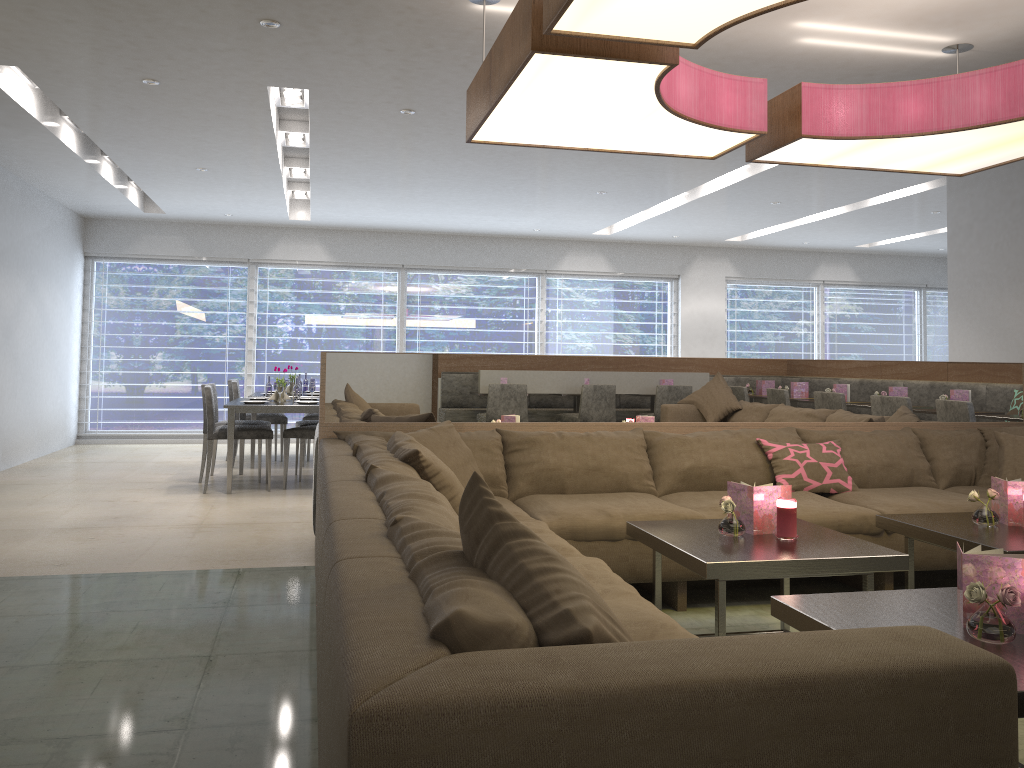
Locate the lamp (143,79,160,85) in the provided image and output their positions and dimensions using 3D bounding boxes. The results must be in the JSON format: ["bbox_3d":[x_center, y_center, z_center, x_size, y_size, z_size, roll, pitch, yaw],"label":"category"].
[{"bbox_3d":[-2.009,-1.679,4.921,0.089,0.007,0.089,2,2,32],"label":"lamp"}]

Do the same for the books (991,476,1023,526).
[{"bbox_3d":[1.867,0.432,3.233,0.157,0.165,0.142,1,-1,7],"label":"books"}]

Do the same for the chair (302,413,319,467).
[{"bbox_3d":[-1.684,0.362,8.252,0.492,0.765,0.476,1,-2,-8],"label":"chair"}]

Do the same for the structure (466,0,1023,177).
[{"bbox_3d":[1.257,-1.285,2.836,2.441,0.620,2.444,1,1,-13],"label":"structure"}]

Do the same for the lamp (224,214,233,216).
[{"bbox_3d":[-3.037,-1.810,9.476,0.089,0.007,0.089,2,2,32],"label":"lamp"}]

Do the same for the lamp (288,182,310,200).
[{"bbox_3d":[-2.202,-1.994,9.168,0.226,0.101,0.487,1,1,-13],"label":"lamp"}]

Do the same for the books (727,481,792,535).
[{"bbox_3d":[0.849,0.423,2.986,0.258,0.165,0.143,1,-1,41],"label":"books"}]

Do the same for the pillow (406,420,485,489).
[{"bbox_3d":[-0.282,0.342,3.607,0.297,0.357,0.502,0,0,19],"label":"pillow"}]

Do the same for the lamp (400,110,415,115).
[{"bbox_3d":[-0.642,-1.673,5.441,0.089,0.007,0.089,2,2,32],"label":"lamp"}]

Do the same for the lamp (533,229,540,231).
[{"bbox_3d":[0.287,-1.781,10.222,0.089,0.007,0.089,2,2,32],"label":"lamp"}]

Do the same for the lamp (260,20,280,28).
[{"bbox_3d":[-1.105,-1.644,4.039,0.089,0.007,0.089,2,2,32],"label":"lamp"}]

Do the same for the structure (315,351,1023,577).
[{"bbox_3d":[0.942,0.370,4.502,3.771,1.012,0.223,1,-3,-13],"label":"structure"}]

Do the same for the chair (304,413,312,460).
[{"bbox_3d":[-1.796,0.347,8.785,0.492,0.765,0.476,1,-2,-18],"label":"chair"}]

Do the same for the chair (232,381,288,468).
[{"bbox_3d":[-2.327,0.356,8.118,0.492,0.765,0.476,1,-2,-18],"label":"chair"}]

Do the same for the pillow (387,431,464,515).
[{"bbox_3d":[-0.281,0.353,3.110,0.312,0.340,0.493,1,0,-18],"label":"pillow"}]

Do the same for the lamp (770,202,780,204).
[{"bbox_3d":[2.477,-1.701,8.321,0.089,0.007,0.089,2,2,32],"label":"lamp"}]

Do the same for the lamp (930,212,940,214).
[{"bbox_3d":[4.165,-1.686,8.699,0.089,0.007,0.089,2,2,32],"label":"lamp"}]

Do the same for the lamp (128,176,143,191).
[{"bbox_3d":[-3.669,-2.007,8.839,0.226,0.101,0.487,1,1,-13],"label":"lamp"}]

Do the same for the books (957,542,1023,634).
[{"bbox_3d":[1.080,0.453,1.959,0.157,0.165,0.142,0,-1,22],"label":"books"}]

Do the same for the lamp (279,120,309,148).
[{"bbox_3d":[-1.680,-1.928,6.854,0.226,0.101,0.487,1,1,-13],"label":"lamp"}]

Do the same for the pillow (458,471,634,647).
[{"bbox_3d":[0.076,0.346,1.410,0.279,0.406,0.531,2,0,-24],"label":"pillow"}]

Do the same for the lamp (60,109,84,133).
[{"bbox_3d":[-3.147,-1.941,6.525,0.226,0.101,0.487,1,1,-13],"label":"lamp"}]

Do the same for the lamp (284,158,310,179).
[{"bbox_3d":[-1.957,-1.963,8.083,0.226,0.101,0.487,1,1,-13],"label":"lamp"}]

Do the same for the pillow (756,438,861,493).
[{"bbox_3d":[1.376,0.383,4.098,0.463,0.253,0.180,1,-1,-17],"label":"pillow"}]

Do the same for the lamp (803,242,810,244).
[{"bbox_3d":[3.651,-1.751,10.977,0.089,0.007,0.089,2,2,32],"label":"lamp"}]

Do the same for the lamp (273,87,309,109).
[{"bbox_3d":[-1.428,-1.896,5.742,0.226,0.101,0.487,1,1,-13],"label":"lamp"}]

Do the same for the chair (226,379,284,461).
[{"bbox_3d":[-2.499,0.341,8.619,0.492,0.765,0.476,1,-2,-8],"label":"chair"}]

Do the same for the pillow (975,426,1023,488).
[{"bbox_3d":[2.473,0.358,4.223,0.291,0.395,0.526,2,-1,-44],"label":"pillow"}]

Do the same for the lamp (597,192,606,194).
[{"bbox_3d":[0.801,-1.715,7.944,0.089,0.007,0.089,2,2,32],"label":"lamp"}]

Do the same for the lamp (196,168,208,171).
[{"bbox_3d":[-2.523,-1.744,7.198,0.089,0.007,0.089,2,2,32],"label":"lamp"}]

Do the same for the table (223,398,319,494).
[{"bbox_3d":[-1.811,0.456,6.944,0.777,0.636,1.187,1,0,-13],"label":"table"}]

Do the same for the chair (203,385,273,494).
[{"bbox_3d":[-2.054,0.398,6.625,0.492,0.765,0.476,1,-2,-18],"label":"chair"}]

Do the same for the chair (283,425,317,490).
[{"bbox_3d":[-1.404,0.404,6.743,0.492,0.765,0.475,0,-2,17],"label":"chair"}]

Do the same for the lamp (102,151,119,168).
[{"bbox_3d":[-3.425,-1.976,7.754,0.226,0.101,0.487,1,1,-13],"label":"lamp"}]

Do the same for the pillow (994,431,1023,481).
[{"bbox_3d":[2.402,0.391,4.023,0.380,0.324,0.234,1,-1,32],"label":"pillow"}]

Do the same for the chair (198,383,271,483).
[{"bbox_3d":[-2.227,0.383,7.126,0.492,0.765,0.476,1,-2,-8],"label":"chair"}]

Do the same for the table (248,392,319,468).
[{"bbox_3d":[-2.084,0.414,8.437,0.777,0.636,1.187,1,0,-13],"label":"table"}]

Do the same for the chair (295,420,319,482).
[{"bbox_3d":[-1.522,0.388,7.303,0.492,0.765,0.476,1,-2,-18],"label":"chair"}]
